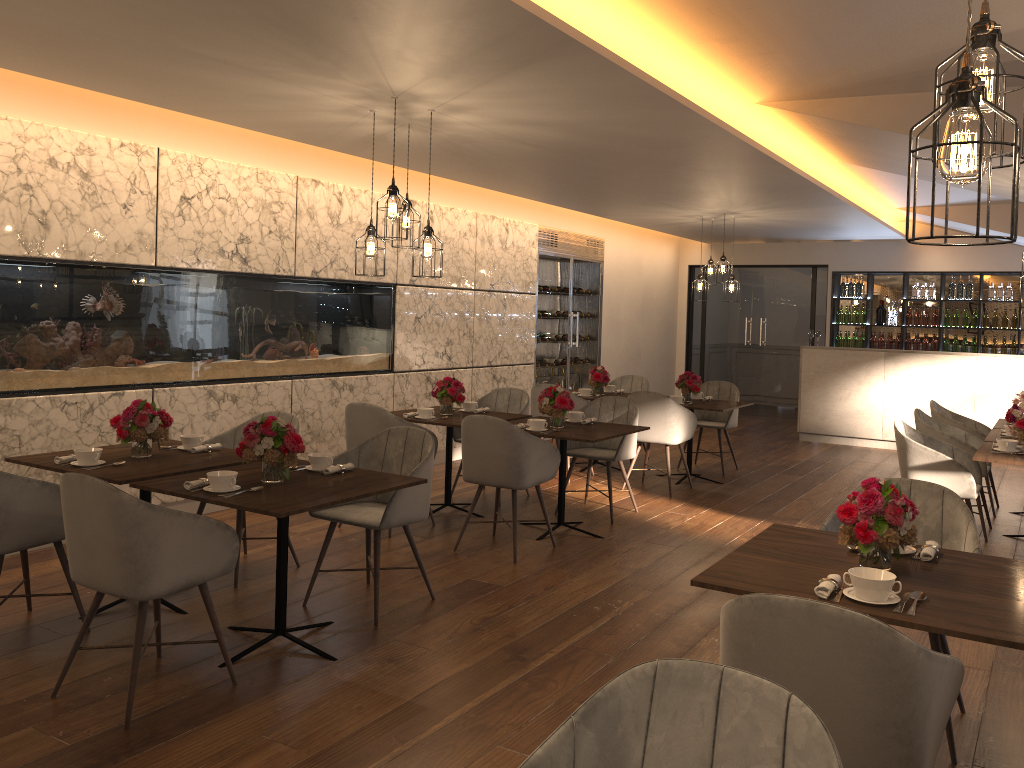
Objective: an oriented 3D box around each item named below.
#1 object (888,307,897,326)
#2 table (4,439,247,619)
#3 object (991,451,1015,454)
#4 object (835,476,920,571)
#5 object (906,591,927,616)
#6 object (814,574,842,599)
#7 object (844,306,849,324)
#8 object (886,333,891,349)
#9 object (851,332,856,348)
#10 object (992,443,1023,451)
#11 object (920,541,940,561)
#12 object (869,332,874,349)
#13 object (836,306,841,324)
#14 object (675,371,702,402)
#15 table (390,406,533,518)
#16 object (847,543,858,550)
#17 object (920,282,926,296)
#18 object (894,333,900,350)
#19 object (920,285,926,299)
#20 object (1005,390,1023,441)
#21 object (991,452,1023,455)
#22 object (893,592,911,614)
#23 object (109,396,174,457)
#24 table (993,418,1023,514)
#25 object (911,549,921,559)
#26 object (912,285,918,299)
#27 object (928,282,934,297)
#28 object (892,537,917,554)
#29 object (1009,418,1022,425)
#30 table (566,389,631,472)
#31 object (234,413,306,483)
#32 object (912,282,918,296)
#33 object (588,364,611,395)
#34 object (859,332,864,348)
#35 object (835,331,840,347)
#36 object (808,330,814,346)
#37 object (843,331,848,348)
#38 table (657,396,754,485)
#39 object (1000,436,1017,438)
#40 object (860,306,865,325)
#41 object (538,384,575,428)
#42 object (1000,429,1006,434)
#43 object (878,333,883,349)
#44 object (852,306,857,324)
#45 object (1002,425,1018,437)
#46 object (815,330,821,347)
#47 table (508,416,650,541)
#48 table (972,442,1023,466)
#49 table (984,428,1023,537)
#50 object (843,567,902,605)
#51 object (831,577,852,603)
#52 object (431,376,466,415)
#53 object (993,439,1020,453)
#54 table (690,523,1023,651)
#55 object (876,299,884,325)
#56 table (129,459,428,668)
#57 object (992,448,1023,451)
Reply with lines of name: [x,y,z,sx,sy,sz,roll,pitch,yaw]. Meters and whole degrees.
object: [5.306,-0.956,12.333,0.108,0.281,0.108,1,2,-12]
table: [-1.826,0.721,4.395,0.897,0.720,0.897,4,4,32]
object: [3.059,0.425,5.426,0.211,0.004,0.022,4,5,32]
object: [1.138,0.425,2.770,0.305,0.301,0.235,-1,3,-39]
object: [1.102,0.597,2.410,0.043,0.015,0.197,4,5,28]
object: [0.899,0.570,2.513,0.056,0.039,0.176,4,5,32]
object: [4.784,-0.988,12.659,0.065,0.261,0.066,2,1,10]
object: [5.262,-0.588,12.364,0.065,0.261,0.066,2,1,10]
object: [4.867,-0.619,12.608,0.065,0.261,0.066,2,1,10]
object: [3.138,0.396,5.603,0.176,0.039,0.056,4,4,32]
object: [1.382,0.552,2.930,0.056,0.039,0.176,4,5,32]
object: [5.074,-0.603,12.480,0.065,0.261,0.066,2,1,10]
object: [4.690,-0.996,12.717,0.065,0.261,0.066,2,1,10]
object: [1.627,0.014,8.214,0.234,0.301,0.306,1,3,-11]
table: [-0.471,0.590,6.587,0.897,0.720,0.897,4,4,32]
object: [1.185,0.551,3.029,0.043,0.015,0.197,5,5,35]
object: [5.620,-1.291,12.105,0.069,0.208,0.040,3,2,31]
object: [5.356,-0.580,12.305,0.065,0.261,0.066,2,1,10]
object: [5.619,-1.255,12.106,0.070,0.190,0.041,3,2,31]
object: [3.311,0.214,5.510,0.420,0.425,0.406,3,3,20]
object: [3.035,0.421,5.400,0.197,0.015,0.043,4,5,28]
object: [1.075,0.600,2.435,0.022,0.004,0.211,4,5,31]
object: [-1.839,0.208,4.392,0.234,0.301,0.305,3,3,33]
table: [4.304,0.705,6.964,0.897,0.720,0.897,4,4,32]
object: [1.348,0.558,2.940,0.025,0.024,0.193,3,5,32]
object: [5.533,-1.261,12.159,0.070,0.190,0.041,3,2,31]
object: [5.705,-1.284,12.052,0.069,0.208,0.040,3,2,31]
object: [1.286,0.528,2.990,0.148,0.072,0.148,2,4,-1]
object: [4.039,0.292,7.061,0.148,0.072,0.148,1,4,-16]
table: [0.832,0.464,8.695,0.897,0.720,0.897,4,4,32]
object: [-1.045,0.273,3.867,0.305,0.301,0.234,2,2,9]
object: [5.534,-1.298,12.158,0.069,0.208,0.040,3,2,31]
object: [0.864,-0.047,8.677,0.234,0.301,0.306,2,3,7]
object: [4.961,-0.612,12.550,0.065,0.261,0.066,2,1,10]
object: [4.679,-0.634,12.724,0.065,0.261,0.066,2,1,10]
object: [3.788,-0.584,11.218,0.065,0.207,0.065,2,2,23]
object: [4.773,-0.626,12.666,0.065,0.261,0.066,2,1,10]
table: [1.647,0.529,8.191,0.897,0.720,0.897,4,4,32]
object: [3.549,0.378,6.219,0.211,0.004,0.022,4,5,32]
object: [4.972,-0.974,12.542,0.065,0.261,0.066,2,1,10]
object: [0.310,0.143,6.059,0.234,0.301,0.306,1,3,-26]
object: [3.628,0.349,6.396,0.176,0.039,0.056,4,4,32]
object: [5.168,-0.595,12.422,0.065,0.261,0.066,2,1,10]
object: [4.878,-0.981,12.601,0.065,0.261,0.066,2,1,10]
object: [3.569,0.338,6.299,0.148,0.072,0.148,1,4,-16]
object: [3.863,-0.579,11.177,0.065,0.207,0.146,2,2,23]
table: [0.345,0.654,6.083,0.897,0.720,0.897,4,4,32]
table: [3.317,0.801,5.366,0.897,0.720,0.897,4,4,32]
table: [3.810,0.753,6.165,0.897,0.720,0.897,4,4,32]
object: [0.996,0.561,2.453,0.148,0.072,0.148,2,4,-1]
object: [0.933,0.579,2.503,0.025,0.024,0.193,3,5,32]
object: [-0.482,0.077,6.582,0.234,0.301,0.306,0,3,-37]
object: [3.078,0.385,5.506,0.148,0.072,0.148,1,4,-16]
table: [1.127,0.940,2.743,0.897,0.720,0.897,4,4,32]
object: [5.169,-1.007,12.425,0.104,0.359,0.104,2,1,4]
table: [-1.011,0.785,3.891,0.897,0.720,0.897,4,4,32]
object: [3.127,0.406,5.569,0.193,0.024,0.025,4,4,32]
